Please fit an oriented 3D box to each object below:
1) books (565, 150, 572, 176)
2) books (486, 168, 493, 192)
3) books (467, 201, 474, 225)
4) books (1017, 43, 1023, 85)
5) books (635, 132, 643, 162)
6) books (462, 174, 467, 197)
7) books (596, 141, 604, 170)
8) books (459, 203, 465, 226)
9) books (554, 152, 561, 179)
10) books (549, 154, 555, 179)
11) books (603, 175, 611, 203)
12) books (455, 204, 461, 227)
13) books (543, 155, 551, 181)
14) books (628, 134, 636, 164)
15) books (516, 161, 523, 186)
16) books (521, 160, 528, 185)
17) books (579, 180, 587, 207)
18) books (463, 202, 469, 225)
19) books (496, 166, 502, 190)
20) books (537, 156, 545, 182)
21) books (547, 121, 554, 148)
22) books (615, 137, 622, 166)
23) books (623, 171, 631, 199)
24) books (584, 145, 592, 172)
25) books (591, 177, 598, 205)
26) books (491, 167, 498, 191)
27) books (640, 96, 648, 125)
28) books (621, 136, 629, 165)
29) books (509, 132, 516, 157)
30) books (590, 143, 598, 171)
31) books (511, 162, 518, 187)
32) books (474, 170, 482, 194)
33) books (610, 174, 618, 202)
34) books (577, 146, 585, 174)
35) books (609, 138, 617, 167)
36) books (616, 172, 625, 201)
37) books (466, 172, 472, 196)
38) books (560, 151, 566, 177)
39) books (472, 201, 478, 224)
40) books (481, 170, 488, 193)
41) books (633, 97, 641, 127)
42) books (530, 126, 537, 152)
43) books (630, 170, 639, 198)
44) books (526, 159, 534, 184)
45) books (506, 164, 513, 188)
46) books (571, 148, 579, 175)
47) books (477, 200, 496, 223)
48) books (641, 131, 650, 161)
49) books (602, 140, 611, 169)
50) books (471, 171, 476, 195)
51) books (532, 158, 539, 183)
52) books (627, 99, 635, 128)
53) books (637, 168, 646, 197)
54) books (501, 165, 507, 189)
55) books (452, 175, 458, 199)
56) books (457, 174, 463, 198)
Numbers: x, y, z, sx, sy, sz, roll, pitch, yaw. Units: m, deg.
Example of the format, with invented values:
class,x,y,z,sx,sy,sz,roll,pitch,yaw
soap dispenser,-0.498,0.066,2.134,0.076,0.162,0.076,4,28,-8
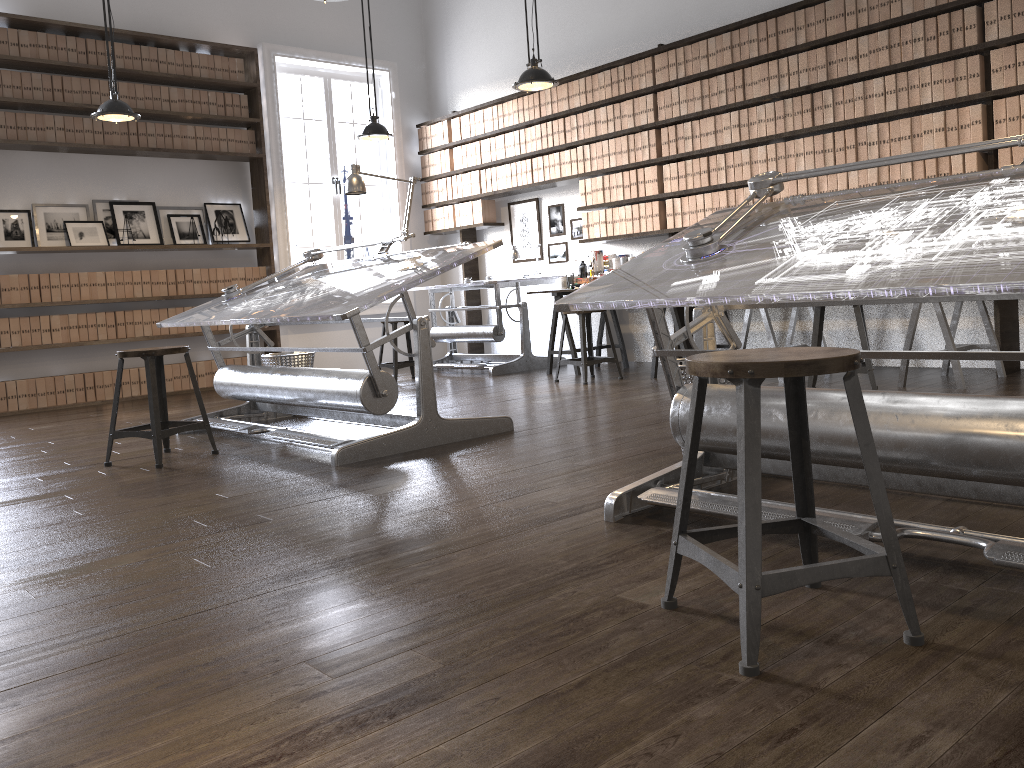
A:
class,x,y,z,sx,sy,sz,roll,pitch,yaw
books,0.540,-1.874,7.548,0.175,0.225,0.067,-7,5,-41
books,-0.150,-1.909,8.330,0.175,0.225,0.067,-7,5,-41
books,-0.338,-1.651,8.577,0.175,0.225,0.067,-7,5,-41
books,2.863,-1.762,4.900,0.175,0.225,0.067,-7,5,-41
books,1.053,-1.856,6.969,0.175,0.225,0.067,-7,5,-41
books,-0.396,-1.929,8.618,0.175,0.225,0.067,-7,5,-41
books,0.781,-1.869,7.277,0.175,0.225,0.067,-7,5,-41
books,-0.422,-1.656,8.676,0.175,0.225,0.067,-7,5,-41
books,0.452,-1.878,7.644,0.175,0.225,0.067,-7,5,-41
books,0.412,-1.881,7.698,0.175,0.225,0.067,-7,5,-41
books,0.836,-1.592,7.250,0.175,0.225,0.067,-7,5,-41
books,-0.471,-1.658,8.730,0.175,0.225,0.067,-7,5,-41
books,0.365,-1.884,7.752,0.175,0.225,0.067,-7,5,-41
books,1.006,-1.858,7.022,0.175,0.225,0.067,-7,5,-41
books,0.128,-1.895,8.018,0.175,0.225,0.067,-7,5,-41
books,0.174,-1.893,7.970,0.175,0.225,0.067,-7,5,-41
books,0.654,-1.601,7.450,0.175,0.225,0.067,-7,5,-41
books,-0.379,-1.654,8.630,0.175,0.225,0.067,-7,5,-41
books,-0.053,-1.905,8.229,0.175,0.225,0.067,-7,5,-41
books,0.315,-1.886,7.802,0.175,0.225,0.067,-7,5,-41
books,0.390,-2.155,7.686,0.175,0.225,0.067,-7,5,-41
books,0.916,-1.863,7.122,0.175,0.225,0.067,-7,5,-41
books,0.977,-1.585,7.091,0.175,0.225,0.067,-7,5,-41
books,0.687,-1.874,7.380,0.175,0.225,0.067,-7,5,-41
books,0.746,-1.597,7.350,0.175,0.225,0.067,-7,5,-41
books,-0.100,-1.907,8.280,0.175,0.225,0.067,-7,5,-41
books,1.081,-2.119,6.899,0.175,0.225,0.067,-7,5,-41
books,0.957,-1.860,7.069,0.175,0.225,0.067,-7,5,-41
books,0.066,-2.171,8.053,0.175,0.225,0.067,-7,5,-41
books,0.736,-1.872,7.330,0.175,0.225,0.067,-7,5,-41
books,0.083,-1.897,8.063,0.175,0.225,0.067,-7,5,-41
books,-0.264,-1.922,8.457,0.175,0.225,0.067,-7,5,-41
books,0.882,-1.590,7.197,0.175,0.225,0.067,-7,5,-41
books,0.637,-1.876,7.433,0.175,0.225,0.067,-7,5,-41
books,0.873,-1.864,7.168,0.175,0.225,0.067,-7,5,-41
books,0.926,-1.587,7.141,0.175,0.225,0.067,-7,5,-41
books,-0.351,-1.927,8.564,0.175,0.225,0.067,-7,5,-41
books,0.500,-1.877,7.597,0.175,0.225,0.067,-7,5,-41
books,-0.287,-1.649,8.529,0.175,0.225,0.067,-7,5,-41
books,-0.202,-1.912,8.393,0.175,0.225,0.067,-7,5,-41
books,1.040,-2.122,6.947,0.175,0.225,0.067,-7,5,-41
books,0.252,-2.161,7.841,0.175,0.225,0.067,-7,5,-41
books,1.022,-1.582,7.031,0.175,0.225,0.067,-7,5,-41
books,0.218,-1.890,7.911,0.175,0.225,0.067,-7,5,-41
books,0.036,-1.899,8.117,0.175,0.225,0.067,-7,5,-41
books,0.586,-1.872,7.493,0.175,0.225,0.067,-7,5,-41
books,-0.242,-1.647,8.476,0.175,0.225,0.067,-7,5,-41
books,1.096,-1.853,6.913,0.175,0.225,0.067,-7,5,-41
books,0.824,-1.867,7.221,0.175,0.225,0.067,-7,5,-41
books,-0.303,-1.924,8.508,0.175,0.225,0.067,-7,5,-41
books,0.272,-1.889,7.859,0.175,0.225,0.067,-7,5,-41
books,0.993,-2.123,6.994,0.175,0.225,0.067,-7,5,-41
books,1.075,-1.580,6.979,0.175,0.225,0.067,-7,5,-41
books,-0.010,-1.902,8.174,0.175,0.225,0.067,-7,5,-41
books,-0.495,-1.933,8.720,0.175,0.225,0.067,-7,5,-41
books,-0.445,-1.931,8.668,0.175,0.225,0.067,-7,5,-41
